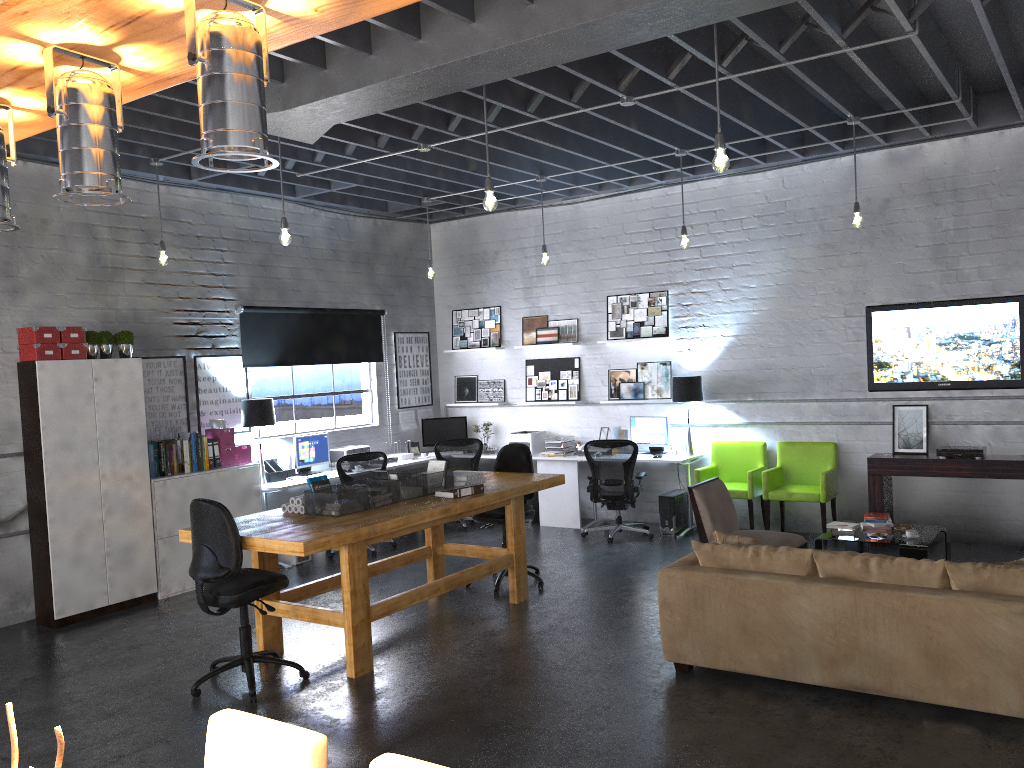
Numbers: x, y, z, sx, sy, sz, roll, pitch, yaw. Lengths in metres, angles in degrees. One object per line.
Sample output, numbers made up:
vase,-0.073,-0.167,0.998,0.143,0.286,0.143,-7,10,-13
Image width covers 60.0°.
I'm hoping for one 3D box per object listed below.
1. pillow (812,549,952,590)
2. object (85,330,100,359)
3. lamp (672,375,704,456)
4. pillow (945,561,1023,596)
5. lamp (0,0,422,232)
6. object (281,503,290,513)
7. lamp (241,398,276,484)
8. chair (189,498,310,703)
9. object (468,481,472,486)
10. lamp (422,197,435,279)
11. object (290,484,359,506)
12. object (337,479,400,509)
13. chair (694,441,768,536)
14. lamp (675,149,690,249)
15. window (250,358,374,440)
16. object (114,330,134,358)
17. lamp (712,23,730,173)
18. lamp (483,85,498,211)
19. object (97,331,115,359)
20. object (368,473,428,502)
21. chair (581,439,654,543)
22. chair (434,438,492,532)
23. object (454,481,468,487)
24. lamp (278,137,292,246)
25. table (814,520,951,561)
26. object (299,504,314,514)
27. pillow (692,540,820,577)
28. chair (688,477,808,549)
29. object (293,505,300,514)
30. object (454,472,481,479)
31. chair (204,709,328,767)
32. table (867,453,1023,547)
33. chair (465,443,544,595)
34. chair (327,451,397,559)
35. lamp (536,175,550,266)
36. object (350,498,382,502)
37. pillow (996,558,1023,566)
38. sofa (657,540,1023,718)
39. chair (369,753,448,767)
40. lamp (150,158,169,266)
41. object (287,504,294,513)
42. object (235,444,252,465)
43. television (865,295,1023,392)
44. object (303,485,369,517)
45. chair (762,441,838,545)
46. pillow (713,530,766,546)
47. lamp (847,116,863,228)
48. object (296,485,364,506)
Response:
pillow,1.984,1.079,4.728,0.667,0.402,0.290,-2,2,34
object,-3.410,-0.316,7.156,0.171,0.240,0.169,-4,2,-27
lamp,1.846,0.334,9.272,0.333,0.832,0.333,-3,2,-4
pillow,2.520,1.063,4.356,0.663,0.386,0.308,-2,2,36
lamp,-1.003,-1.198,1.564,2.130,1.842,0.366,-2,3,34
object,-1.353,0.820,6.220,0.057,0.058,0.634,-2,2,34
lamp,-2.480,0.565,8.722,0.333,0.832,0.333,-3,2,-4
chair,-1.638,1.230,5.373,0.659,1.165,0.686,-1,3,32
object,-0.530,0.759,6.832,0.520,0.047,0.047,-2,2,34
lamp,-0.903,-1.579,9.632,0.104,0.879,0.104,-1,3,34
object,-1.285,0.769,6.170,0.057,0.057,0.634,-2,2,34
object,-0.989,0.755,6.118,0.316,0.156,0.306,-2,2,34
chair,2.243,1.064,9.024,0.611,0.921,0.515,-1,3,34
lamp,1.537,-1.658,7.979,0.104,0.879,0.104,-1,3,34
window,-2.181,-0.081,9.718,0.030,1.221,1.820,-1,2,34
object,-3.228,-0.331,7.391,0.169,0.240,0.171,-1,3,33
lamp,1.076,-1.548,4.641,0.104,0.879,0.104,-3,3,-12
lamp,-0.156,-1.508,5.475,0.104,0.879,0.104,-1,3,34
object,-3.350,-0.322,7.294,0.169,0.240,0.171,-4,2,-17
object,-0.817,0.740,6.372,0.316,0.156,0.306,-2,2,34
chair,1.057,1.063,9.184,0.732,1.032,0.752,-3,2,3
chair,-0.658,1.124,10.161,0.731,1.032,0.752,-4,3,-32
object,-0.557,0.761,6.793,0.520,0.047,0.047,-2,2,34
lamp,-1.691,-1.459,6.515,0.104,0.879,0.104,-1,3,34
table,3.078,1.376,7.352,0.873,0.300,0.872,-2,2,38
object,-1.212,0.816,6.125,0.058,0.057,0.634,-2,2,34
pillow,1.425,1.098,5.107,0.704,0.402,0.290,-2,2,34
chair,1.818,1.181,6.810,0.725,0.843,0.574,-1,3,34
object,-1.259,0.817,6.157,0.057,0.058,0.634,-2,2,34
object,-0.468,0.713,6.926,0.520,0.047,0.046,-2,2,34
chair,-0.769,1.374,2.106,0.491,0.959,0.615,-1,3,34
table,3.974,1.056,7.925,1.410,0.820,0.403,-2,3,34
chair,-0.048,1.098,7.388,0.659,1.165,0.686,-1,3,32
chair,-1.617,1.200,9.054,0.753,1.032,0.731,-1,3,38
lamp,0.309,-1.618,8.811,0.104,0.879,0.104,-1,3,34
object,-0.993,0.790,6.120,0.234,0.022,0.185,-2,2,27
pillow,2.686,1.023,4.634,0.550,0.423,0.243,-3,2,-15
sofa,2.111,1.322,4.955,2.330,0.629,1.103,-2,2,34
chair,-0.283,1.358,1.777,0.491,0.959,0.615,-1,3,34
lamp,-2.918,-1.419,7.346,0.104,0.879,0.104,-1,3,34
object,-1.306,0.819,6.188,0.058,0.057,0.634,-2,2,34
object,-2.616,0.671,8.442,0.214,0.177,0.161,-2,2,34
television,3.919,-0.349,8.053,1.324,0.817,0.021,-2,3,34
object,-1.161,0.771,5.863,0.316,0.156,0.306,-2,2,34
chair,2.818,1.045,8.634,0.611,0.921,0.515,-1,3,34
pillow,1.429,1.090,5.360,0.319,0.403,0.523,-4,2,-36
lamp,2.768,-1.698,7.145,0.104,0.879,0.104,-3,3,-12
object,-1.237,0.767,6.138,0.057,0.057,0.634,-2,2,34
